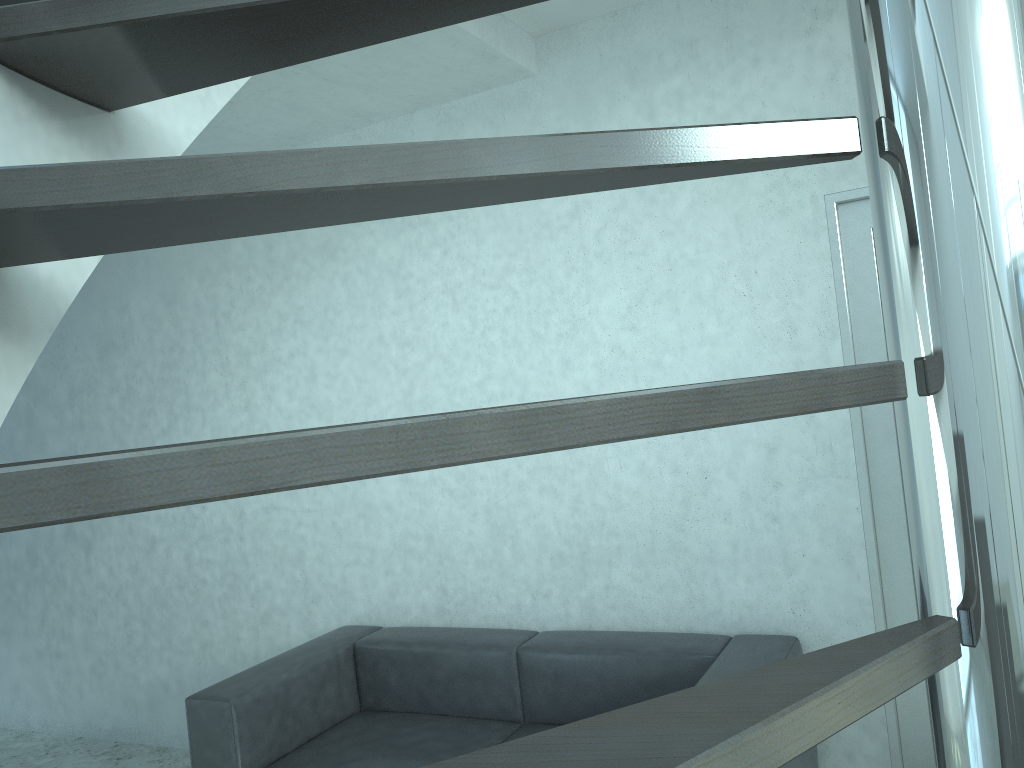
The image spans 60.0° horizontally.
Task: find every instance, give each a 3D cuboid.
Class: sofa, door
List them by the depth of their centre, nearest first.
[{"bbox_3d":[2.554,-0.071,2.785,2.576,3.200,1.162,-6,-1,-15],"label":"door"},{"bbox_3d":[-0.055,1.291,3.078,2.025,0.652,0.943,-7,-1,27],"label":"sofa"}]

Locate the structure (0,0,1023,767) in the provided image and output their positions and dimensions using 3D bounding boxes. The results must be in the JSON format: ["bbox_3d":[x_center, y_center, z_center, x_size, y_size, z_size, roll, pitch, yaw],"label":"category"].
[{"bbox_3d":[0.495,-0.536,1.133,2.655,4.156,3.780,-7,-1,27],"label":"structure"}]
